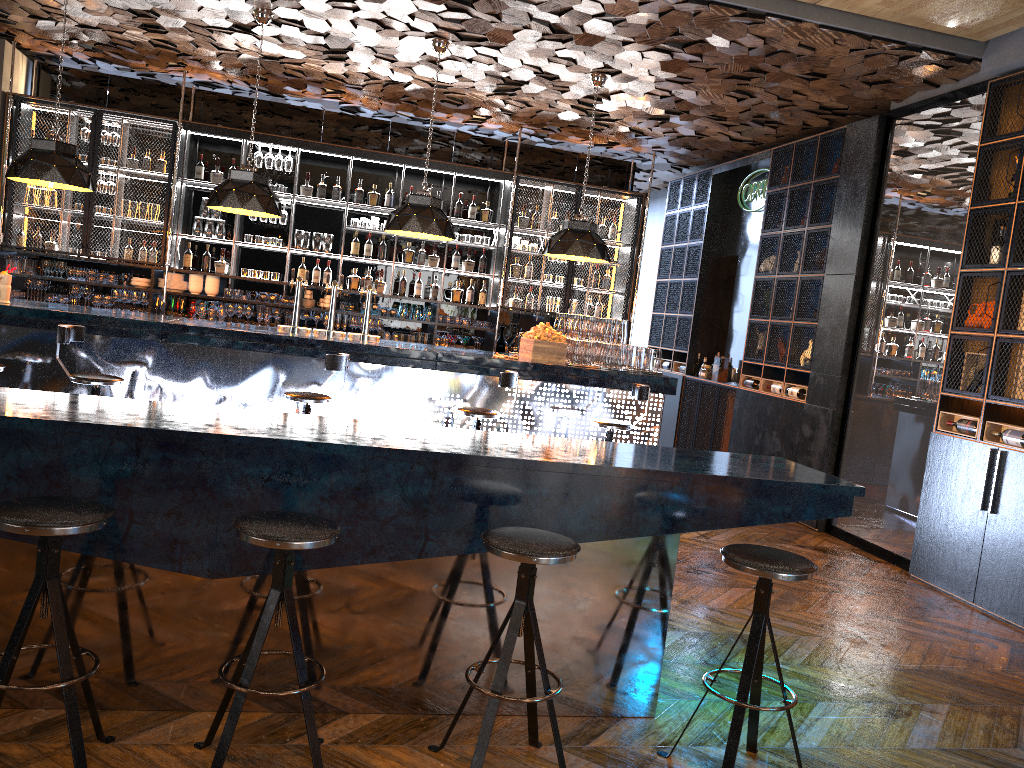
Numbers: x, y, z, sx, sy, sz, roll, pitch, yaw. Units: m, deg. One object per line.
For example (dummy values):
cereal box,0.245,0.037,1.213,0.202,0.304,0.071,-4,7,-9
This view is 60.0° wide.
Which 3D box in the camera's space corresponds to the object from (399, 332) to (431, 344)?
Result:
object,-1.098,-0.518,9.952,0.356,0.134,0.206,6,4,-6

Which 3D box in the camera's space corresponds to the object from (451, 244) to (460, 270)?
object,-0.631,-1.433,10.061,0.086,0.298,0.086,10,5,35

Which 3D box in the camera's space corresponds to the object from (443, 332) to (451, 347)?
object,-0.729,-0.494,9.971,0.089,0.174,0.089,10,6,37

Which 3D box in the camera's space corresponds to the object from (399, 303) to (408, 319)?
object,-1.184,-0.804,9.750,0.115,0.172,0.101,8,5,16

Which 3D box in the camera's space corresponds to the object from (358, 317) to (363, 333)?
object,-1.646,-0.614,9.728,0.091,0.229,0.091,10,5,34

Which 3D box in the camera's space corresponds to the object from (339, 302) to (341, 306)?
object,-1.857,-0.843,9.680,0.067,0.099,0.058,3,6,-44

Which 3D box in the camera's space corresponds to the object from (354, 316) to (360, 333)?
object,-1.728,-0.632,9.824,0.091,0.229,0.091,7,4,7

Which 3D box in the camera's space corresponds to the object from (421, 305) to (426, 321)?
object,-0.972,-0.802,10.049,0.115,0.172,0.101,7,4,-4

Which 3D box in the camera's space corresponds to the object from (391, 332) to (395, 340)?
object,-1.328,-0.531,10.011,0.067,0.099,0.067,3,6,-41

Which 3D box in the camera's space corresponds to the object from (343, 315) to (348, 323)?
object,-1.832,-0.638,9.724,0.049,0.231,0.049,6,4,-9

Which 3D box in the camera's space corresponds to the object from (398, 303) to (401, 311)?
object,-1.235,-0.829,9.986,0.115,0.172,0.101,5,5,-29

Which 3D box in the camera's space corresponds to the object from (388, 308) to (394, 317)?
object,-1.329,-0.792,9.853,0.098,0.097,0.098,8,4,11

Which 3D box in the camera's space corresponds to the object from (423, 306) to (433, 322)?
object,-0.917,-0.777,9.812,0.101,0.172,0.115,8,5,16

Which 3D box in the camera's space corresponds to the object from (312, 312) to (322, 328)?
object,-2.117,-0.662,9.616,0.108,0.227,0.108,3,6,-43

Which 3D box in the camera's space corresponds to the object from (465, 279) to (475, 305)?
object,-0.475,-1.052,10.142,0.086,0.298,0.086,10,5,35

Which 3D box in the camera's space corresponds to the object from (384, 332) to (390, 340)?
object,-1.378,-0.520,9.775,0.067,0.100,0.067,5,5,-21

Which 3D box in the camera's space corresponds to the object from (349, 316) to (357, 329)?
object,-1.744,-0.624,9.699,0.091,0.229,0.091,5,5,-27

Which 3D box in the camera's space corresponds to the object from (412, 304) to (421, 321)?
object,-1.043,-0.789,9.773,0.115,0.172,0.101,5,5,-29

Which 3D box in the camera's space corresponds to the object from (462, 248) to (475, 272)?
object,-0.492,-1.406,10.073,0.123,0.279,0.123,5,5,-24

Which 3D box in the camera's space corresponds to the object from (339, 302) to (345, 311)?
object,-1.840,-0.836,9.614,0.058,0.099,0.067,10,5,32

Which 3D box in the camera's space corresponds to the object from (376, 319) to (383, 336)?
object,-1.463,-0.595,9.768,0.091,0.229,0.091,3,6,-41

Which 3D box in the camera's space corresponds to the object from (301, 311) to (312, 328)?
object,-2.229,-0.674,9.588,0.108,0.227,0.108,5,5,-22

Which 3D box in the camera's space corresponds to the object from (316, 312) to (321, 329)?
object,-2.141,-0.674,9.731,0.108,0.227,0.108,11,6,41

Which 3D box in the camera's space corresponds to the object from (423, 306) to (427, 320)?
object,-0.936,-0.788,9.927,0.115,0.172,0.101,5,5,-29

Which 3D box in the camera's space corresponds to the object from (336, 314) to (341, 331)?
object,-1.893,-0.639,9.643,0.049,0.231,0.049,7,4,-2

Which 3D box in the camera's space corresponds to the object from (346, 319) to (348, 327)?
object,-1.841,-0.644,9.789,0.049,0.231,0.049,6,4,-5

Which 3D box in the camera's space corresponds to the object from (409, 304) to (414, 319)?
object,-1.105,-0.815,10.013,0.101,0.172,0.115,6,4,-9

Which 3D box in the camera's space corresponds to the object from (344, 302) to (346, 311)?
object,-1.856,-0.851,9.778,0.058,0.099,0.067,6,4,-11

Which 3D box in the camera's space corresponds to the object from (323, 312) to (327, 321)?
object,-2.069,-0.678,9.858,0.058,0.234,0.058,6,4,-11

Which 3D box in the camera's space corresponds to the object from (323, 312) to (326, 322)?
object,-2.051,-0.670,9.777,0.058,0.234,0.058,3,6,-38

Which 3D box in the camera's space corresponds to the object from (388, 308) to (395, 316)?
object,-1.346,-0.802,9.953,0.098,0.097,0.098,5,5,-27

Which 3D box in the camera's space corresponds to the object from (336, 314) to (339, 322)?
object,-1.906,-0.646,9.708,0.049,0.231,0.049,7,4,-5

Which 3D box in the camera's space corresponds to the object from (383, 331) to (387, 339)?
object,-1.423,-0.542,9.993,0.067,0.100,0.067,5,5,-21

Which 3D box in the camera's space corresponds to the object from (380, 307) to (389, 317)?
object,-1.404,-0.792,9.731,0.098,0.097,0.098,4,5,-34

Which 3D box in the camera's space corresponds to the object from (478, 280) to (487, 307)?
object,-0.331,-1.036,10.162,0.080,0.299,0.080,6,4,-11

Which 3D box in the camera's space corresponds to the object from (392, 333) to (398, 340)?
object,-1.304,-0.521,9.918,0.067,0.099,0.067,3,6,-41

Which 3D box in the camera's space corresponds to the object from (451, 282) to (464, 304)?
object,-0.624,-1.041,10.095,0.151,0.248,0.094,7,4,-4

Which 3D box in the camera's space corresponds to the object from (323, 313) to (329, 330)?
object,-2.018,-0.654,9.623,0.058,0.234,0.058,9,5,29

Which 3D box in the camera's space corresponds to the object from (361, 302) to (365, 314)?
object,-1.609,-0.829,9.704,0.100,0.125,0.100,9,5,26

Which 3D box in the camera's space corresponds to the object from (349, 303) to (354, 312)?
object,-1.774,-0.841,9.776,0.058,0.099,0.067,7,4,-1

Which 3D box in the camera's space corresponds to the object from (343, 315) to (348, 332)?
object,-1.820,-0.631,9.661,0.049,0.231,0.049,5,5,-18

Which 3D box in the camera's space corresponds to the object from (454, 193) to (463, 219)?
object,-0.599,-2.002,10.004,0.086,0.299,0.086,10,5,35

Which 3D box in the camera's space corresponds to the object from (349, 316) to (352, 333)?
object,-1.788,-0.647,9.925,0.091,0.229,0.091,9,5,22

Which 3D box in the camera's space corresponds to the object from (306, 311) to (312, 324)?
object,-2.251,-0.685,9.705,0.108,0.227,0.108,4,5,-34

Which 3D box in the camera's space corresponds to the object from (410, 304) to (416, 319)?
object,-1.076,-0.802,9.897,0.101,0.172,0.115,8,5,16

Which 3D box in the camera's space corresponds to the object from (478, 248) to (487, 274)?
object,-0.330,-1.402,10.128,0.086,0.299,0.086,10,5,35

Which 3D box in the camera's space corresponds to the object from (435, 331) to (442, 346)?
object,-0.820,-0.499,9.888,0.089,0.174,0.089,10,6,37

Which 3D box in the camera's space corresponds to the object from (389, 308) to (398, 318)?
object,-1.302,-0.781,9.749,0.098,0.097,0.098,9,5,21

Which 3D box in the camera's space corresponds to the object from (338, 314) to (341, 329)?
object,-1.913,-0.651,9.769,0.049,0.231,0.049,9,5,23

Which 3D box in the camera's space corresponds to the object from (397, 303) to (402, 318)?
object,-1.215,-0.817,9.866,0.115,0.172,0.101,7,4,-4

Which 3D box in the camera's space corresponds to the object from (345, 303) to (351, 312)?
object,-1.790,-0.834,9.666,0.067,0.099,0.058,9,5,22

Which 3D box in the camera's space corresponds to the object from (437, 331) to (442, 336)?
object,-0.831,-0.507,9.983,0.089,0.174,0.089,10,6,37

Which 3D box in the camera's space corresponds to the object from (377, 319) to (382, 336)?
object,-1.508,-0.618,9.994,0.091,0.229,0.091,6,5,-16

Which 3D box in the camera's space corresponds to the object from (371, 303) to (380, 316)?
object,-1.502,-0.818,9.731,0.108,0.126,0.108,9,5,21

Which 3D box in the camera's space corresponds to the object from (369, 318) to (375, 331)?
object,-1.556,-0.605,9.747,0.091,0.229,0.091,8,5,14

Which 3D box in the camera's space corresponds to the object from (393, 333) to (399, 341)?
object,-1.276,-0.508,9.797,0.067,0.099,0.067,3,6,-41

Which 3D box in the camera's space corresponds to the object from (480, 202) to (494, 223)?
object,-0.287,-1.943,10.077,0.151,0.248,0.094,8,5,15

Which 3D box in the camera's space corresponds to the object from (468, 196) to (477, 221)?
object,-0.446,-1.988,10.069,0.086,0.298,0.086,10,5,35

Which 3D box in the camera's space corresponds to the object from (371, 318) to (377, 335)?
object,-1.543,-0.612,9.865,0.091,0.229,0.091,5,5,-20
